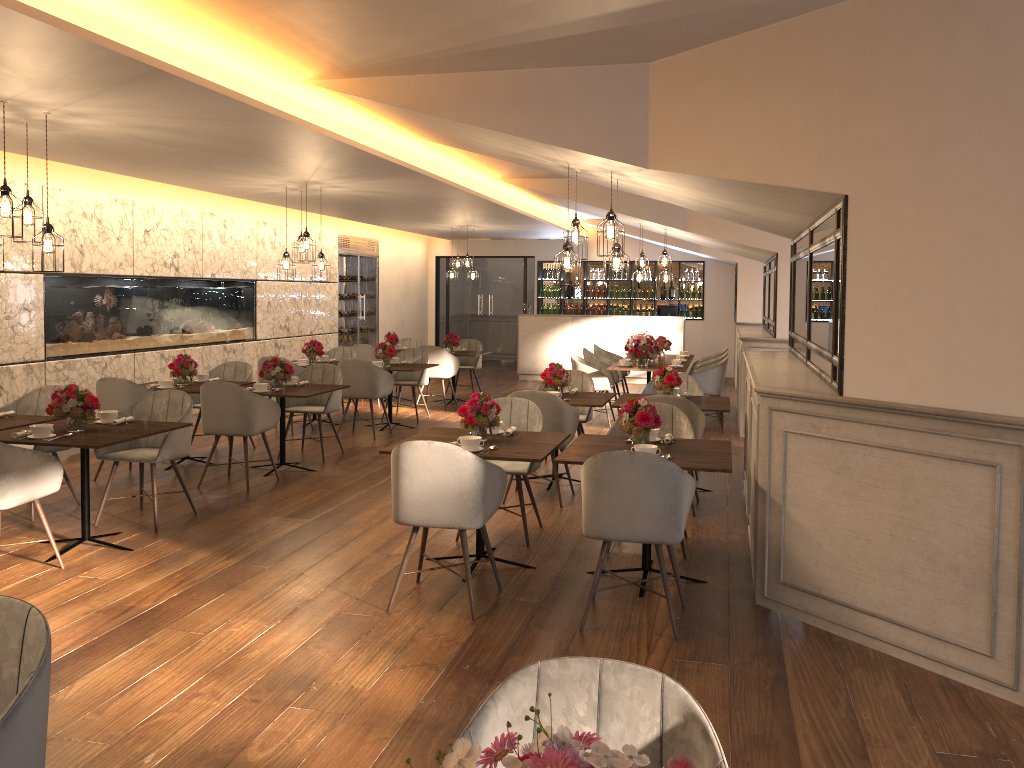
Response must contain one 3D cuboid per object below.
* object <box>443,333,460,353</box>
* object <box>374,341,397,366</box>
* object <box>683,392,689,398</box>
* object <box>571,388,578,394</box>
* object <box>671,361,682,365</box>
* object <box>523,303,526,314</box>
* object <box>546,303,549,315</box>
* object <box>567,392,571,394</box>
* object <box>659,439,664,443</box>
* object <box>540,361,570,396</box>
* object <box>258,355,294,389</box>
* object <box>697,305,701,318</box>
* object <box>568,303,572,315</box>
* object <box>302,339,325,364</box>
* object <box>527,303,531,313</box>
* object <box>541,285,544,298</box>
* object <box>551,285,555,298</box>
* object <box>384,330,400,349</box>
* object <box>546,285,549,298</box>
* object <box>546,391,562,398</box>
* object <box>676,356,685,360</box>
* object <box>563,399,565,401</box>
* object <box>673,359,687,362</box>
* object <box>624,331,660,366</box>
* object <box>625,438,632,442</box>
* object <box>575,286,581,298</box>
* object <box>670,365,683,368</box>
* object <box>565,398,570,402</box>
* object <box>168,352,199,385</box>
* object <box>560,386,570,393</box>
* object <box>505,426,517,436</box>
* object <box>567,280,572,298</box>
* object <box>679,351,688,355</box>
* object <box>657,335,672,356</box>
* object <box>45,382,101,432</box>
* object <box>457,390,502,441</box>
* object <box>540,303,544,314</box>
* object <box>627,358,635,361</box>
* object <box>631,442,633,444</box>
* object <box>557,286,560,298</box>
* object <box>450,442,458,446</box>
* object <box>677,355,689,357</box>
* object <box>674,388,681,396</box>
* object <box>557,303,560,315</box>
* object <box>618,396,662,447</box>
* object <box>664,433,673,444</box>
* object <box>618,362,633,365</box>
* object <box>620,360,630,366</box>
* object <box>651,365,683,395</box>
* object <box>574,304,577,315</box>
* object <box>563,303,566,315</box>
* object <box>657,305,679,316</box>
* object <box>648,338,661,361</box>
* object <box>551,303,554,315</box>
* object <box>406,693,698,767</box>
[{"bbox_3d":[-0.877,-0.605,12.726,0.234,0.300,0.306,-2,5,-29],"label":"object"},{"bbox_3d":[-1.458,-0.359,10.270,0.234,0.300,0.306,-3,6,-44],"label":"object"},{"bbox_3d":[1.457,0.092,7.416,0.056,0.039,0.176,2,6,13],"label":"object"},{"bbox_3d":[0.538,0.061,7.638,0.056,0.039,0.176,2,6,13],"label":"object"},{"bbox_3d":[1.949,-0.236,10.502,0.148,0.072,0.148,-3,6,-34],"label":"object"},{"bbox_3d":[0.232,-1.382,16.236,0.065,0.207,0.065,1,3,5],"label":"object"},{"bbox_3d":[0.718,-1.508,17.918,0.065,0.261,0.066,0,3,-8],"label":"object"},{"bbox_3d":[0.503,0.068,7.637,0.025,0.024,0.193,2,6,13],"label":"object"},{"bbox_3d":[0.876,0.325,5.161,0.025,0.024,0.193,2,6,13],"label":"object"},{"bbox_3d":[0.353,-0.049,7.406,0.234,0.300,0.306,3,5,33],"label":"object"},{"bbox_3d":[-2.065,-0.108,7.768,0.305,0.300,0.235,0,4,-9],"label":"object"},{"bbox_3d":[3.638,-1.409,17.214,0.065,0.261,0.066,0,3,-8],"label":"object"},{"bbox_3d":[1.170,-1.493,17.809,0.065,0.261,0.066,0,3,-8],"label":"object"},{"bbox_3d":[-2.375,-0.394,10.521,0.305,0.300,0.234,4,5,35],"label":"object"},{"bbox_3d":[0.316,-1.380,16.221,0.065,0.207,0.146,1,4,5],"label":"object"},{"bbox_3d":[0.614,-1.873,17.928,0.065,0.261,0.066,0,3,-8],"label":"object"},{"bbox_3d":[0.829,-1.866,17.876,0.065,0.261,0.066,0,3,-8],"label":"object"},{"bbox_3d":[-1.747,-0.635,12.929,0.234,0.300,0.306,0,4,-11],"label":"object"},{"bbox_3d":[0.722,-1.870,17.902,0.065,0.261,0.066,0,3,-8],"label":"object"},{"bbox_3d":[0.320,0.101,7.064,0.148,0.072,0.149,-1,6,-19],"label":"object"},{"bbox_3d":[2.168,-0.327,11.408,0.148,0.072,0.148,-3,6,-34],"label":"object"},{"bbox_3d":[0.401,0.135,7.073,0.022,0.004,0.211,2,6,13],"label":"object"},{"bbox_3d":[2.142,-0.299,11.298,0.175,0.039,0.056,2,5,14],"label":"object"},{"bbox_3d":[1.564,-0.435,10.681,0.419,0.424,0.407,1,4,2],"label":"object"},{"bbox_3d":[0.693,0.324,5.195,0.043,0.015,0.198,2,6,17],"label":"object"},{"bbox_3d":[1.319,-1.858,17.755,0.108,0.281,0.108,-1,3,-30],"label":"object"},{"bbox_3d":[1.923,-0.208,10.392,0.175,0.039,0.056,2,5,14],"label":"object"},{"bbox_3d":[0.434,0.131,7.058,0.043,0.015,0.198,1,6,10],"label":"object"},{"bbox_3d":[-2.983,-0.143,8.020,0.234,0.300,0.306,2,4,15],"label":"object"},{"bbox_3d":[0.428,0.040,7.664,0.148,0.072,0.149,-1,6,-19],"label":"object"},{"bbox_3d":[-0.007,0.287,5.384,0.056,0.039,0.176,2,6,13],"label":"object"},{"bbox_3d":[1.159,-1.903,17.798,0.104,0.358,0.104,0,3,-15],"label":"object"},{"bbox_3d":[2.379,-0.414,12.278,0.148,0.072,0.148,-3,6,-34],"label":"object"},{"bbox_3d":[2.080,-0.540,12.325,0.305,0.300,0.235,-2,4,-29],"label":"object"},{"bbox_3d":[-2.647,0.133,5.360,0.305,0.300,0.235,0,4,-9],"label":"object"},{"bbox_3d":[-0.193,0.177,5.152,0.234,0.300,0.306,3,5,33],"label":"object"},{"bbox_3d":[0.611,-1.512,17.944,0.065,0.261,0.066,0,3,-8],"label":"object"},{"bbox_3d":[1.568,-0.343,11.515,0.148,0.072,0.148,-3,6,-34],"label":"object"},{"bbox_3d":[0.719,0.332,5.182,0.022,0.004,0.211,2,6,13],"label":"object"},{"bbox_3d":[0.937,-1.862,17.850,0.065,0.261,0.066,0,3,-8],"label":"object"},{"bbox_3d":[-0.337,0.340,4.837,0.056,0.039,0.176,2,6,13],"label":"object"},{"bbox_3d":[2.352,-0.386,12.168,0.175,0.039,0.056,2,5,14],"label":"object"},{"bbox_3d":[1.346,0.072,7.442,0.148,0.072,0.149,-1,6,-19],"label":"object"},{"bbox_3d":[0.933,-1.501,17.866,0.065,0.261,0.066,0,3,-8],"label":"object"},{"bbox_3d":[0.722,0.207,4.943,0.234,0.300,0.306,0,4,-11],"label":"object"},{"bbox_3d":[0.911,0.318,5.162,0.056,0.039,0.176,2,6,13],"label":"object"},{"bbox_3d":[1.376,-0.247,10.721,0.175,0.039,0.056,2,5,14],"label":"object"},{"bbox_3d":[1.349,-0.253,10.610,0.148,0.072,0.148,-3,6,-34],"label":"object"},{"bbox_3d":[1.268,-0.019,7.198,0.234,0.300,0.306,0,4,-11],"label":"object"},{"bbox_3d":[1.278,-1.489,17.783,0.065,0.261,0.066,0,3,-8],"label":"object"},{"bbox_3d":[1.063,-1.497,17.835,0.065,0.261,0.066,0,3,-8],"label":"object"},{"bbox_3d":[2.791,-1.240,15.789,0.408,0.328,0.130,0,3,-9],"label":"object"},{"bbox_3d":[1.818,-0.460,11.548,0.234,0.300,0.306,3,5,33],"label":"object"},{"bbox_3d":[0.826,-1.505,17.892,0.065,0.261,0.066,0,3,-8],"label":"object"},{"bbox_3d":[0.046,0.556,0.878,0.419,0.424,0.407,1,4,2],"label":"object"}]
